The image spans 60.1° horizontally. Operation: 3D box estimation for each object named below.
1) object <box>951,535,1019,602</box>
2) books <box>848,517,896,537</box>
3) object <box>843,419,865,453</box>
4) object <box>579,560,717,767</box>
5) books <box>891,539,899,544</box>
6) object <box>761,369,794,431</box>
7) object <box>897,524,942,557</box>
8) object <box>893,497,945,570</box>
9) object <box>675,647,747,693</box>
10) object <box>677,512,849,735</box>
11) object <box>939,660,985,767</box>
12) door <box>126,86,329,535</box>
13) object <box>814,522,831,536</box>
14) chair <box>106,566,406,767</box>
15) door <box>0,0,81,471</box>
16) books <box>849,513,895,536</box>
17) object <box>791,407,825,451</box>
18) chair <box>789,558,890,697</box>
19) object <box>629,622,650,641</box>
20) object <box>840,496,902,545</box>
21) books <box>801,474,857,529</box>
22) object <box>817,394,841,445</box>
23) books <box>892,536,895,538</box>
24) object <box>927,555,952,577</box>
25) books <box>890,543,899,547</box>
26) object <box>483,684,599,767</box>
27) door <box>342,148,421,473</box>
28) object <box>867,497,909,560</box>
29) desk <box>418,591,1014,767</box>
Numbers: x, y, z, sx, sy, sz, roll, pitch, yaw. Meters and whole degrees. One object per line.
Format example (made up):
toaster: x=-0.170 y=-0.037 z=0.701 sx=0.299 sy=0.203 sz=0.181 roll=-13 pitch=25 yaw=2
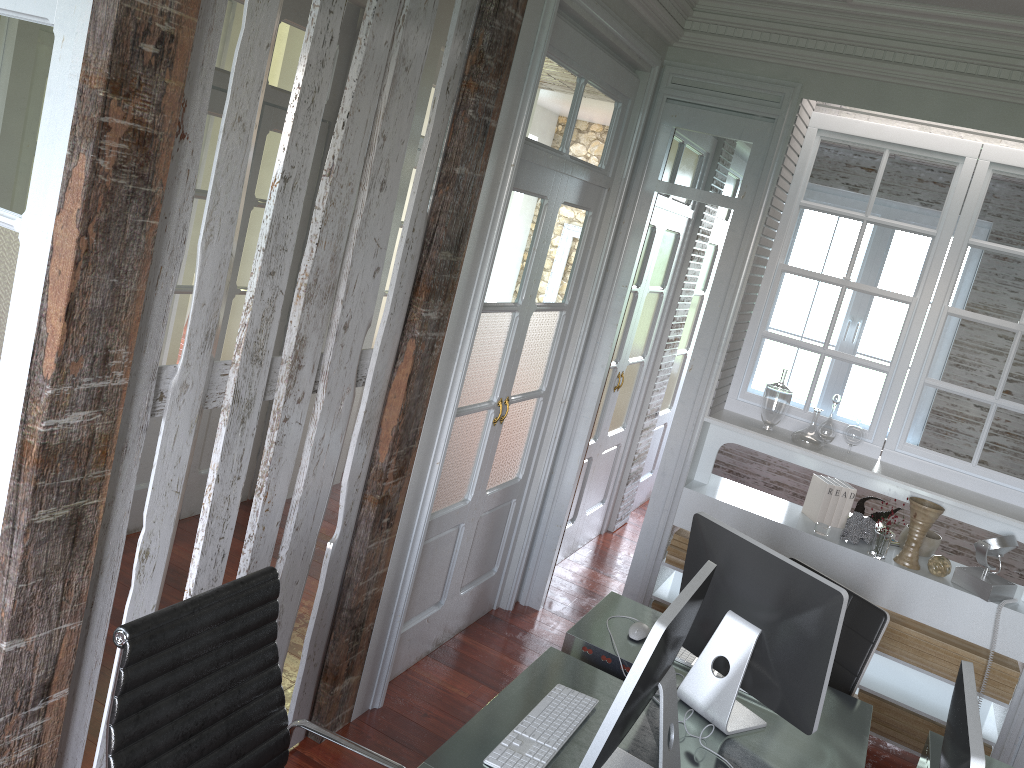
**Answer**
object: x=1.976 y=0.732 z=3.651 sx=0.187 sy=0.270 sz=0.169 roll=9 pitch=11 yaw=-31
books: x=1.659 y=0.655 z=4.121 sx=0.168 sy=0.007 sz=0.192 roll=12 pitch=12 yaw=-11
object: x=1.544 y=0.248 z=4.012 sx=0.094 sy=0.186 sz=0.095 roll=14 pitch=9 yaw=-2
object: x=0.322 y=0.676 z=1.978 sx=0.191 sy=0.481 sz=0.485 roll=18 pitch=11 yaw=23
books: x=1.654 y=0.677 z=4.112 sx=0.180 sy=0.007 sz=0.249 roll=12 pitch=12 yaw=-11
object: x=1.212 y=0.082 z=4.069 sx=0.128 sy=0.313 sz=0.130 roll=7 pitch=12 yaw=-41
object: x=1.839 y=0.687 z=3.984 sx=0.160 sy=0.151 sz=0.217 roll=16 pitch=11 yaw=8
object: x=1.720 y=0.637 z=3.762 sx=0.145 sy=0.276 sz=0.143 roll=22 pitch=12 yaw=37
object: x=0.676 y=0.874 z=2.618 sx=0.442 sy=0.017 sz=0.119 roll=19 pitch=13 yaw=23
object: x=0.623 y=0.666 z=2.391 sx=0.189 sy=0.481 sz=0.489 roll=7 pitch=13 yaw=-41
object: x=0.850 y=0.857 z=1.764 sx=0.191 sy=0.481 sz=0.485 roll=18 pitch=11 yaw=23
door: x=-1.417 y=-0.320 z=4.231 sx=0.041 sy=2.069 sz=1.079 roll=18 pitch=10 yaw=23
object: x=1.359 y=0.638 z=3.881 sx=0.066 sy=0.040 sz=0.067 roll=11 pitch=11 yaw=-19
chair: x=-0.508 y=0.998 z=1.738 sx=0.702 sy=1.015 sz=0.668 roll=18 pitch=10 yaw=18
door: x=-1.644 y=-0.028 z=2.335 sx=1.064 sy=2.162 sz=0.041 roll=19 pitch=10 yaw=23
books: x=1.660 y=0.648 z=4.121 sx=0.168 sy=0.007 sz=0.191 roll=13 pitch=12 yaw=-5
object: x=1.329 y=0.203 z=3.929 sx=0.148 sy=0.199 sz=0.149 roll=16 pitch=10 yaw=6
chair: x=0.815 y=1.118 z=3.038 sx=0.599 sy=0.912 sz=0.481 roll=7 pitch=12 yaw=-36
object: x=0.395 y=0.767 z=2.754 sx=0.059 sy=0.028 sz=0.106 roll=19 pitch=12 yaw=22
object: x=1.590 y=0.615 z=3.956 sx=0.382 sy=0.178 sz=0.160 roll=5 pitch=14 yaw=-40
books: x=1.472 y=0.544 z=4.110 sx=0.150 sy=0.192 sz=0.144 roll=13 pitch=10 yaw=-11
object: x=1.436 y=0.177 z=4.010 sx=0.088 sy=0.269 sz=0.088 roll=18 pitch=9 yaw=18
books: x=1.657 y=0.661 z=4.121 sx=0.168 sy=0.007 sz=0.192 roll=12 pitch=12 yaw=-11
object: x=1.803 y=0.764 z=3.733 sx=0.091 sy=0.087 sz=0.094 roll=9 pitch=12 yaw=-30
books: x=1.652 y=0.685 z=4.114 sx=0.180 sy=0.011 sz=0.249 roll=12 pitch=12 yaw=-11
object: x=0.081 y=0.828 z=2.125 sx=0.119 sy=0.017 sz=0.440 roll=19 pitch=13 yaw=23
door: x=-0.662 y=-0.466 z=5.840 sx=0.041 sy=2.069 sz=1.079 roll=18 pitch=10 yaw=23
object: x=1.603 y=0.603 z=3.762 sx=0.127 sy=0.285 sz=0.130 roll=13 pitch=9 yaw=-10
desk: x=0.286 y=1.359 z=1.700 sx=1.308 sy=0.721 sz=2.514 roll=19 pitch=12 yaw=23
